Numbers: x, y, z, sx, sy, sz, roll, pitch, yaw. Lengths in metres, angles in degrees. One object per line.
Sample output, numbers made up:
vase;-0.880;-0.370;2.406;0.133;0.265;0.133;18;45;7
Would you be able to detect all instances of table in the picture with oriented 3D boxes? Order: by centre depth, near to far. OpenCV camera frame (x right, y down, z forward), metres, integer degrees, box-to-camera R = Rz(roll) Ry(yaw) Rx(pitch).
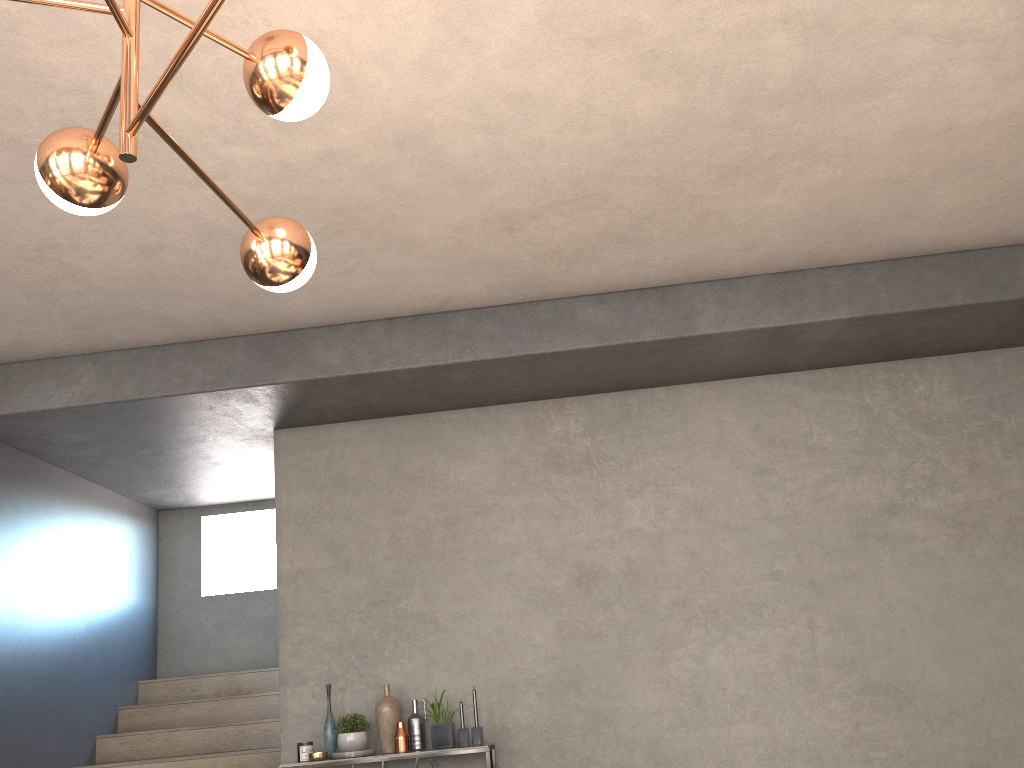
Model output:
table;-0.615;2.346;4.581;1.101;0.802;0.307;-6;-16;3

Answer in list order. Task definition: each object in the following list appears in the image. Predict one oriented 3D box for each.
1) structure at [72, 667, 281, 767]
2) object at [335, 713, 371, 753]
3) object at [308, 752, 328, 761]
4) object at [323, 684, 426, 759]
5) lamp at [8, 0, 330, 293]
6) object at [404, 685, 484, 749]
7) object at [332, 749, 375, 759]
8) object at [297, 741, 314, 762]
structure;-1.979;2.468;5.425;1.507;1.388;2.317;-6;-19;2
object;-0.847;1.868;4.707;0.195;0.222;0.192;0;-18;-18
object;-1.017;1.956;4.634;0.099;0.040;0.102;-6;-19;1
object;-0.752;1.792;4.754;0.561;0.381;0.231;-5;-17;-2
lamp;-0.809;-0.904;1.656;1.015;1.013;1.501;1;-20;-20
object;-0.358;1.767;4.715;0.318;0.329;0.408;12;-25;-43
object;-0.840;1.962;4.683;0.228;0.030;0.234;-8;-20;8
object;-1.103;1.964;4.715;0.084;0.096;0.086;8;-22;-37
